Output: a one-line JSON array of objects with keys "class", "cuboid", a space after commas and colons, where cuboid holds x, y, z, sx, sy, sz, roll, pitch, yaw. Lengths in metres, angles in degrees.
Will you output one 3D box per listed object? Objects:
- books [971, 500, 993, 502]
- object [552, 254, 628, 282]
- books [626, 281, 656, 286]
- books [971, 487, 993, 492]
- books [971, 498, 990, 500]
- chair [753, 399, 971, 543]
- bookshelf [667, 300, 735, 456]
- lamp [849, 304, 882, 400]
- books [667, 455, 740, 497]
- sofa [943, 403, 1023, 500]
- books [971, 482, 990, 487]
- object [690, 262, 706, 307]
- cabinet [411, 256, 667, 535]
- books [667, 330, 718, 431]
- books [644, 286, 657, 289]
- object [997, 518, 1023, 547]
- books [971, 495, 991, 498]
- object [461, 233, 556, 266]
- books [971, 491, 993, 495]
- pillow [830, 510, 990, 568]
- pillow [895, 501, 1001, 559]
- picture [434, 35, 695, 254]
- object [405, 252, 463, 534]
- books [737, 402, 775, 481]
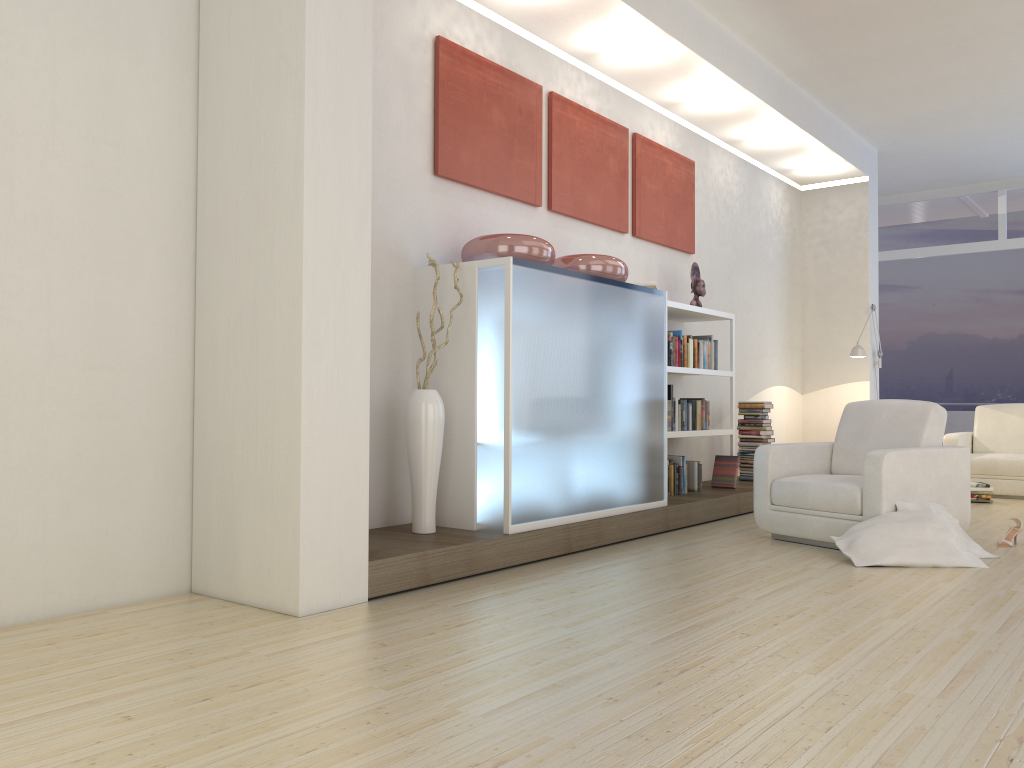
[{"class": "books", "cuboid": [3.960, 1.003, 7.696, 0.328, 0.018, 0.247, 0, -2, 13]}, {"class": "object", "cuboid": [0.474, -0.712, 5.648, 0.534, 0.206, 0.546, 1, -2, -16]}, {"class": "books", "cuboid": [0.870, -0.699, 6.344, 0.319, 0.038, 0.247, 0, -1, 9]}, {"class": "books", "cuboid": [3.960, 0.903, 7.699, 0.319, 0.038, 0.247, 0, -1, 9]}, {"class": "books", "cuboid": [3.954, 0.984, 7.698, 0.287, 0.018, 0.247, 0, -2, 11]}, {"class": "chair", "cuboid": [2.130, 0.503, 5.390, 0.941, 0.828, 0.919, 1, -2, -32]}, {"class": "bookshelf", "cuboid": [1.128, 0.117, 6.660, 0.465, 1.396, 1.599, -1, -2, 38]}, {"class": "lamp", "cuboid": [3.580, 0.088, 9.030, 0.204, 1.841, 0.891, -1, -2, 33]}, {"class": "books", "cuboid": [1.338, 0.680, 6.748, 0.274, 0.281, 1.125, -1, -2, 45]}, {"class": "sofa", "cuboid": [5.144, 0.602, 7.959, 2.166, 0.862, 0.941, -1, -2, 38]}, {"class": "books", "cuboid": [3.955, 0.872, 7.701, 0.287, 0.025, 0.247, 0, -2, 11]}, {"class": "object", "cuboid": [1.477, -0.773, 7.104, 0.133, 0.409, 0.138, 0, -1, -6]}, {"class": "cabinet", "cuboid": [0.227, 0.078, 5.314, 0.689, 1.396, 1.670, -1, -2, 38]}, {"class": "books", "cuboid": [1.310, -0.020, 6.754, 0.215, 0.743, 0.831, -1, -2, 38]}, {"class": "books", "cuboid": [0.869, -0.667, 6.343, 0.328, 0.027, 0.247, 0, -2, 13]}, {"class": "object", "cuboid": [2.941, 0.876, 5.245, 0.265, 0.149, 0.089, 1, -2, -39]}, {"class": "books", "cuboid": [3.978, 0.963, 7.690, 0.287, 0.025, 0.247, 0, -2, 22]}, {"class": "object", "cuboid": [-0.021, -0.731, 5.015, 0.534, 0.206, 0.546, 0, -2, 25]}, {"class": "books", "cuboid": [3.960, 0.936, 7.698, 0.328, 0.027, 0.247, 0, -2, 13]}, {"class": "pillow", "cuboid": [2.061, 0.817, 4.624, 0.712, 0.287, 0.299, 0, -1, 0]}, {"class": "pillow", "cuboid": [2.295, 0.789, 4.799, 0.615, 0.315, 0.312, 1, -2, -25]}, {"class": "picture", "cuboid": [0.561, -1.541, 6.292, 0.030, 0.794, 3.227, -1, -2, 38]}, {"class": "object", "cuboid": [-0.399, 0.042, 4.514, 0.250, 1.422, 0.277, -1, -2, 41]}, {"class": "books", "cuboid": [2.156, 0.502, 7.801, 0.329, 0.694, 0.270, -1, -2, 38]}]
